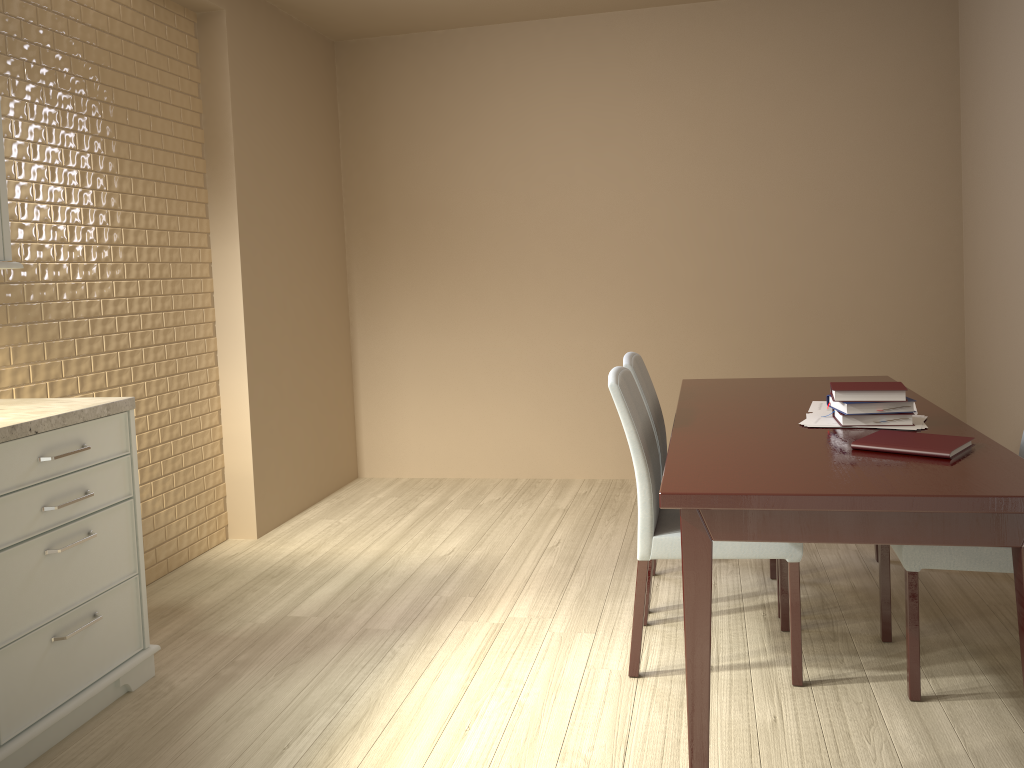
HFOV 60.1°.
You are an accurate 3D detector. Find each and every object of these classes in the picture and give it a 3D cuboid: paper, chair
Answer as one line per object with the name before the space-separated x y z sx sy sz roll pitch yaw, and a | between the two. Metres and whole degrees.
paper | 0.947 0.097 2.383 0.290 0.001 0.211 2 8 32
chair | 0.553 0.363 2.542 0.505 0.824 0.401 -2 4 13
paper | 0.947 0.098 2.383 0.290 0.001 0.211 0 7 17
paper | 0.947 0.099 2.383 0.290 0.001 0.211 0 8 22
chair | 1.257 0.357 2.338 0.505 0.824 0.401 -2 4 13
chair | 0.650 0.303 2.987 0.505 0.824 0.401 -2 4 13
paper | 1.034 0.068 2.611 0.290 0.001 0.211 0 8 22
paper | 0.947 0.097 2.383 0.290 0.001 0.211 1 8 27

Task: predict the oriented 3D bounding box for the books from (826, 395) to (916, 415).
books | 0.956 0.051 2.359 0.183 0.032 0.165 -2 7 3

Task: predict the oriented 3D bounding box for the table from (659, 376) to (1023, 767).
table | 0.857 0.429 2.521 0.751 0.677 1.770 -1 7 13

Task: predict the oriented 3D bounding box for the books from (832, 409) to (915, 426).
books | 0.961 0.083 2.361 0.182 0.032 0.165 -1 7 12

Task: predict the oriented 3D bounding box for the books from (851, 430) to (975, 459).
books | 0.924 0.137 2.036 0.215 0.017 0.194 4 10 42

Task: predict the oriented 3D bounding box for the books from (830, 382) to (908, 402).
books | 0.948 0.019 2.359 0.182 0.032 0.165 0 7 17

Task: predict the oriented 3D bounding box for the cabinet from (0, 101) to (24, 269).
cabinet | -1.648 -0.517 1.470 0.411 1.107 1.941 -2 6 13

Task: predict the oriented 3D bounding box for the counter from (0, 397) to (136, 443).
counter | -1.565 0.202 1.513 0.522 0.035 2.212 -1 7 12

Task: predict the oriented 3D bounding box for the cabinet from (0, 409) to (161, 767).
cabinet | -1.585 0.602 1.553 0.637 0.789 2.234 -2 7 13
